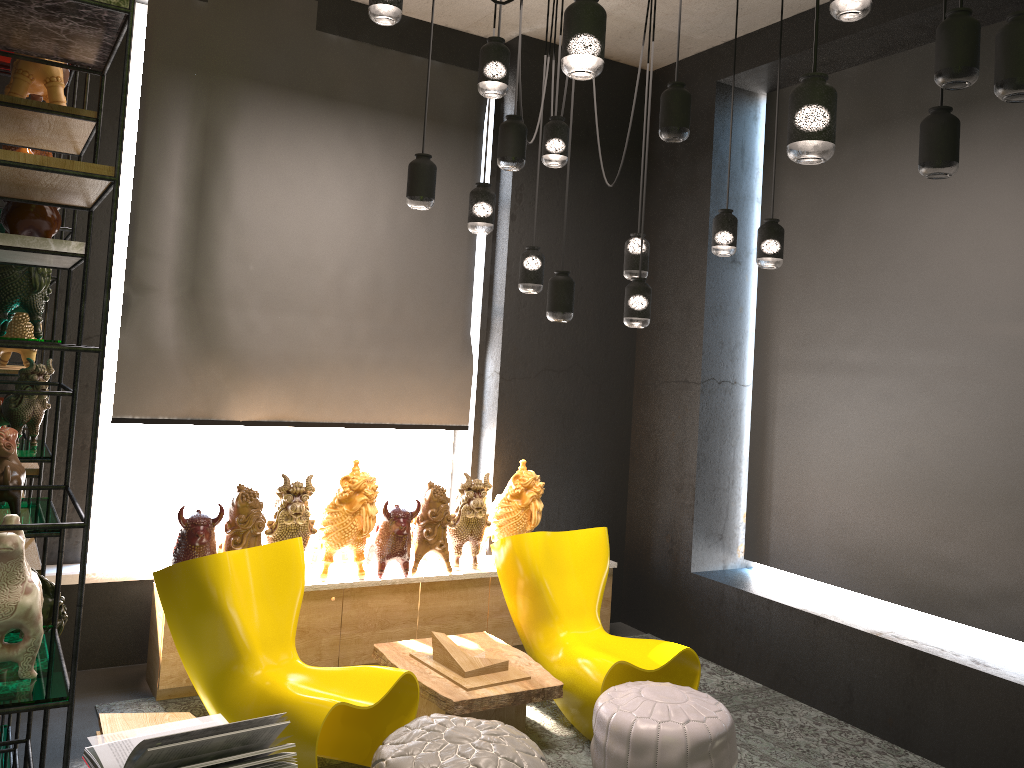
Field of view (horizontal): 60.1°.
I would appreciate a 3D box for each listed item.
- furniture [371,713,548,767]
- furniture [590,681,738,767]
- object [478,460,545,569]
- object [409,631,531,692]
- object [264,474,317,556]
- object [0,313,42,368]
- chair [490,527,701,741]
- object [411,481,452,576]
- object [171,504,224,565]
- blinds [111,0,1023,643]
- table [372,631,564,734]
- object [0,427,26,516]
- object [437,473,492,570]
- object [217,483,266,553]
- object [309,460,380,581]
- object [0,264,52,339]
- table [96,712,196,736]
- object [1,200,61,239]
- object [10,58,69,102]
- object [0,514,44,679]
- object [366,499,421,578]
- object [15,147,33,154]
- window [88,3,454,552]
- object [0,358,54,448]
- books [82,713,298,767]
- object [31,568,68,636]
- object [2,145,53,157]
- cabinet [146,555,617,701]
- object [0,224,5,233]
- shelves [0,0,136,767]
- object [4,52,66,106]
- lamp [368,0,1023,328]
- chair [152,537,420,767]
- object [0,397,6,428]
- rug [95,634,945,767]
[{"bbox_3d":[-0.188,1.474,3.260,0.677,0.384,0.679,4,0,-31],"label":"furniture"},{"bbox_3d":[0.643,1.525,3.758,0.613,0.421,0.610,4,0,-36],"label":"furniture"},{"bbox_3d":[-0.019,0.782,5.444,0.307,0.657,0.469,5,-2,-26],"label":"object"},{"bbox_3d":[-0.202,1.274,4.195,0.349,0.137,0.520,3,1,-36],"label":"object"},{"bbox_3d":[-1.220,0.755,4.745,0.270,0.581,0.430,5,-2,-38],"label":"object"},{"bbox_3d":[-1.773,-0.228,3.164,0.174,0.353,0.369,5,-1,-26],"label":"object"},{"bbox_3d":[0.359,1.231,4.597,0.656,0.899,1.070,5,-1,-36],"label":"chair"},{"bbox_3d":[-0.507,0.819,5.203,0.249,0.547,0.475,5,-2,-23],"label":"object"},{"bbox_3d":[-1.614,0.802,4.490,0.219,0.442,0.463,5,-1,-26],"label":"object"},{"bbox_3d":[-3.189,-0.758,3.627,12.700,3.321,3.519,3,-1,-10],"label":"blinds"},{"bbox_3d":[-0.222,1.495,4.245,0.692,0.310,0.829,3,1,-31],"label":"table"},{"bbox_3d":[-1.287,0.227,2.259,0.212,0.221,0.118,3,-2,43],"label":"object"},{"bbox_3d":[-0.302,0.803,5.290,0.270,0.581,0.430,5,-2,-38],"label":"object"},{"bbox_3d":[-1.425,0.771,4.658,0.249,0.547,0.475,5,-2,-23],"label":"object"},{"bbox_3d":[-0.937,0.734,4.899,0.307,0.657,0.469,5,-2,-26],"label":"object"},{"bbox_3d":[-1.508,-0.318,2.728,0.167,0.357,0.255,5,-2,-26],"label":"object"},{"bbox_3d":[-0.885,1.331,2.452,0.495,0.621,0.734,4,-1,-30],"label":"table"},{"bbox_3d":[-1.244,-0.469,2.296,0.138,0.223,0.278,5,-1,-31],"label":"object"},{"bbox_3d":[-1.476,-0.956,2.761,0.237,0.267,0.163,3,-2,31],"label":"object"},{"bbox_3d":[-1.069,0.427,1.865,0.164,0.304,0.341,5,-1,-26],"label":"object"},{"bbox_3d":[-0.696,0.850,5.035,0.219,0.442,0.463,5,-1,-26],"label":"object"},{"bbox_3d":[-1.759,-0.856,3.209,0.107,0.210,0.233,4,-1,-14],"label":"object"},{"bbox_3d":[-1.338,-0.586,5.607,2.302,3.178,0.051,5,-3,-31],"label":"window"},{"bbox_3d":[-1.523,0.057,2.735,0.208,0.281,0.131,3,-2,17],"label":"object"},{"bbox_3d":[-0.867,0.987,2.393,0.399,0.233,0.482,4,0,-44],"label":"books"},{"bbox_3d":[-1.314,0.561,2.274,0.403,0.221,0.191,4,-1,29],"label":"object"},{"bbox_3d":[-1.991,-1.014,3.628,0.254,0.250,0.125,3,-2,29],"label":"object"},{"bbox_3d":[-0.614,1.340,5.129,2.723,0.532,0.404,3,-1,-31],"label":"cabinet"},{"bbox_3d":[-2.283,-0.604,4.026,0.151,0.333,0.289,5,-2,-39],"label":"object"},{"bbox_3d":[-1.657,-0.381,2.948,0.274,3.920,2.993,5,-2,-31],"label":"shelves"},{"bbox_3d":[-1.236,-0.866,2.335,0.169,0.364,0.376,5,-2,-36],"label":"object"},{"bbox_3d":[0.895,-1.365,3.230,2.846,2.280,2.668,4,-1,13],"label":"lamp"},{"bbox_3d":[-1.015,1.160,3.791,1.070,0.899,0.656,3,-2,29],"label":"chair"},{"bbox_3d":[-1.830,0.159,3.145,0.060,0.224,0.267,5,-1,-30],"label":"object"},{"bbox_3d":[0.111,1.667,4.194,3.587,0.010,2.191,3,1,-31],"label":"rug"}]
